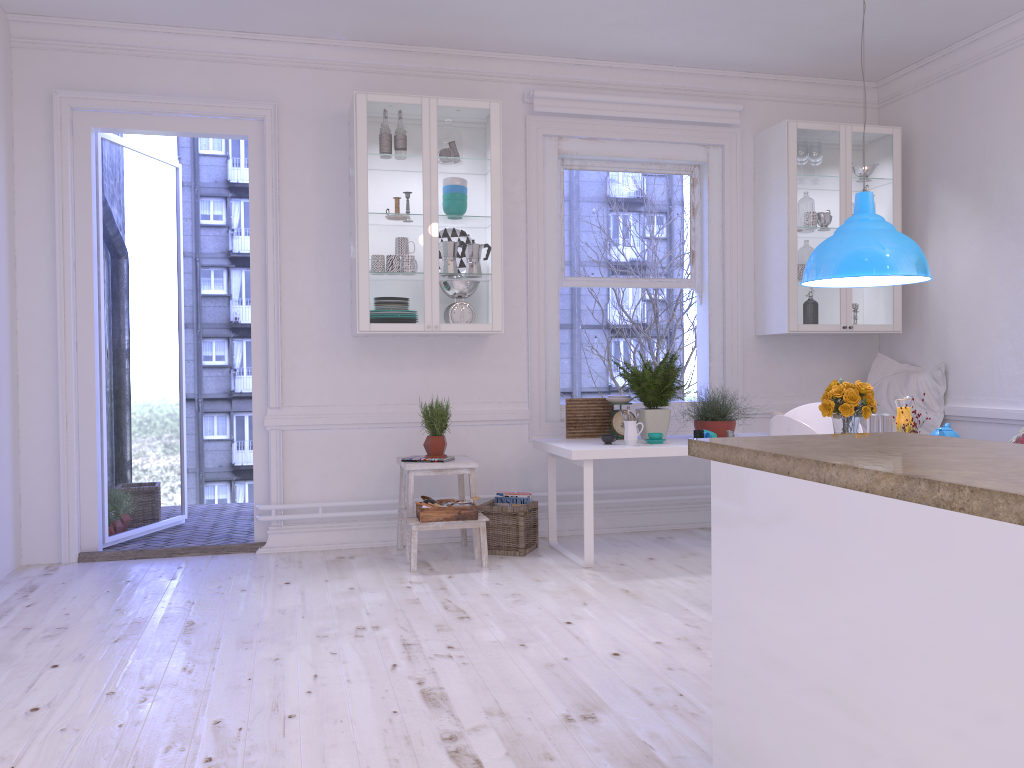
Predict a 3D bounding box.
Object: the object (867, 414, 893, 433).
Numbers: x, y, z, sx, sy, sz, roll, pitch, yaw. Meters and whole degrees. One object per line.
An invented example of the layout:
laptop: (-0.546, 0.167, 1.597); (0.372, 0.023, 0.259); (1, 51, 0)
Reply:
object: (1.616, 0.227, 3.897); (0.101, 0.186, 0.122); (0, 1, 16)

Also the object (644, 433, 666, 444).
object: (0.779, 0.295, 4.825); (0.121, 0.055, 0.121); (0, 1, 26)

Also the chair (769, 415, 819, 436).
chair: (1.273, 0.539, 3.477); (0.483, 0.845, 0.604); (-1, 1, -14)

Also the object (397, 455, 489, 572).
object: (-0.394, 0.687, 4.854); (0.418, 0.534, 0.599); (-1, 1, -14)

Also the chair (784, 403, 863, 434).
chair: (1.462, 0.522, 4.342); (0.604, 0.845, 0.483); (0, 1, 31)

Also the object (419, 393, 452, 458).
object: (-0.407, 0.217, 4.866); (0.196, 0.367, 0.186); (0, 1, 31)

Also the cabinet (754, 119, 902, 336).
cabinet: (2.045, -0.978, 5.726); (0.823, 1.311, 0.425); (-1, 1, -14)

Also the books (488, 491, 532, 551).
books: (-0.017, 0.779, 5.054); (0.221, 0.306, 0.205); (0, 1, 19)

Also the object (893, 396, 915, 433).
object: (1.724, 0.186, 3.897); (0.094, 0.267, 0.116); (0, 1, 13)

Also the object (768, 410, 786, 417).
object: (1.586, 0.232, 5.238); (0.127, 0.152, 0.115); (-1, 1, -32)

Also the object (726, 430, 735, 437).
object: (1.194, 0.285, 4.819); (0.066, 0.067, 0.052); (-1, 1, -14)

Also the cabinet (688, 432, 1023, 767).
cabinet: (0.933, 0.570, 1.883); (0.654, 0.842, 1.167); (-1, 1, -14)

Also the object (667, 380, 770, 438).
object: (1.177, 0.148, 5.101); (0.668, 0.367, 0.531); (0, 1, 10)

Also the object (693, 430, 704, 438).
object: (0.990, 0.284, 4.702); (0.055, 0.077, 0.070); (0, 1, 11)

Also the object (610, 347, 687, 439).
object: (0.806, 0.054, 5.105); (0.438, 0.527, 0.368); (-1, 1, -14)

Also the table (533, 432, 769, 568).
table: (0.950, 0.627, 5.023); (1.514, 0.619, 0.736); (-1, 1, -14)

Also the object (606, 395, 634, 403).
object: (0.631, 0.089, 5.192); (0.164, 0.047, 0.163); (0, 1, 35)

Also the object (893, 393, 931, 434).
object: (1.677, 0.179, 3.686); (0.128, 0.287, 0.128); (-1, 1, -12)

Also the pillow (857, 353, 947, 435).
pillow: (2.469, 0.117, 5.681); (0.374, 0.642, 0.677); (-2, 1, -44)

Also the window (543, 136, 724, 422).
window: (0.765, -0.661, 5.756); (1.234, 1.782, 0.181); (-1, 1, -14)

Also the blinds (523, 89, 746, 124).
blinds: (0.789, -1.726, 5.553); (1.451, 0.131, 0.136); (-1, 1, -14)

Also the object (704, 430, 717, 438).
object: (1.059, 0.277, 4.793); (0.069, 0.059, 0.082); (-1, 1, -36)

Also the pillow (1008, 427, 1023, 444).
pillow: (2.715, 0.244, 4.269); (0.509, 0.447, 0.592); (-1, 1, -9)

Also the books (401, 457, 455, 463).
books: (-0.459, 0.414, 4.866); (0.246, 0.011, 0.180); (0, 1, 16)

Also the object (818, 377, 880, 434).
object: (1.466, 0.147, 3.867); (0.235, 0.351, 0.234); (0, 1, 41)

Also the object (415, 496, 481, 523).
object: (-0.329, 0.649, 4.656); (0.358, 0.110, 0.211); (-1, 1, -12)

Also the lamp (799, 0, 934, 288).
lamp: (1.596, -1.437, 4.022); (0.568, 1.948, 0.568); (0, 1, 20)

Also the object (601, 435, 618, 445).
object: (0.521, 0.302, 4.793); (0.082, 0.048, 0.079); (0, 1, 35)

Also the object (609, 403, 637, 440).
object: (0.640, 0.215, 5.185); (0.159, 0.208, 0.185); (-1, 1, -14)

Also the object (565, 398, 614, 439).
object: (0.462, 0.202, 5.250); (0.294, 0.237, 0.028); (-1, 1, -14)

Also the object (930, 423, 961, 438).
object: (1.833, 0.244, 3.754); (0.156, 0.151, 0.150); (-1, 1, -11)

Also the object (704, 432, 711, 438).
object: (1.027, 0.284, 4.773); (0.069, 0.058, 0.080); (-1, 1, -41)

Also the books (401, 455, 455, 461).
books: (-0.459, 0.405, 4.866); (0.246, 0.007, 0.180); (0, 1, 16)

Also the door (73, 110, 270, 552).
door: (-2.030, -0.279, 5.499); (1.009, 2.474, 1.021); (-1, 1, -14)

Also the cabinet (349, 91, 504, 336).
cabinet: (-0.494, -0.940, 5.084); (0.823, 1.311, 0.425); (-1, 1, -14)

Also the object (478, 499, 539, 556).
object: (-0.022, 0.813, 5.042); (0.276, 0.270, 0.276); (0, 1, 19)
